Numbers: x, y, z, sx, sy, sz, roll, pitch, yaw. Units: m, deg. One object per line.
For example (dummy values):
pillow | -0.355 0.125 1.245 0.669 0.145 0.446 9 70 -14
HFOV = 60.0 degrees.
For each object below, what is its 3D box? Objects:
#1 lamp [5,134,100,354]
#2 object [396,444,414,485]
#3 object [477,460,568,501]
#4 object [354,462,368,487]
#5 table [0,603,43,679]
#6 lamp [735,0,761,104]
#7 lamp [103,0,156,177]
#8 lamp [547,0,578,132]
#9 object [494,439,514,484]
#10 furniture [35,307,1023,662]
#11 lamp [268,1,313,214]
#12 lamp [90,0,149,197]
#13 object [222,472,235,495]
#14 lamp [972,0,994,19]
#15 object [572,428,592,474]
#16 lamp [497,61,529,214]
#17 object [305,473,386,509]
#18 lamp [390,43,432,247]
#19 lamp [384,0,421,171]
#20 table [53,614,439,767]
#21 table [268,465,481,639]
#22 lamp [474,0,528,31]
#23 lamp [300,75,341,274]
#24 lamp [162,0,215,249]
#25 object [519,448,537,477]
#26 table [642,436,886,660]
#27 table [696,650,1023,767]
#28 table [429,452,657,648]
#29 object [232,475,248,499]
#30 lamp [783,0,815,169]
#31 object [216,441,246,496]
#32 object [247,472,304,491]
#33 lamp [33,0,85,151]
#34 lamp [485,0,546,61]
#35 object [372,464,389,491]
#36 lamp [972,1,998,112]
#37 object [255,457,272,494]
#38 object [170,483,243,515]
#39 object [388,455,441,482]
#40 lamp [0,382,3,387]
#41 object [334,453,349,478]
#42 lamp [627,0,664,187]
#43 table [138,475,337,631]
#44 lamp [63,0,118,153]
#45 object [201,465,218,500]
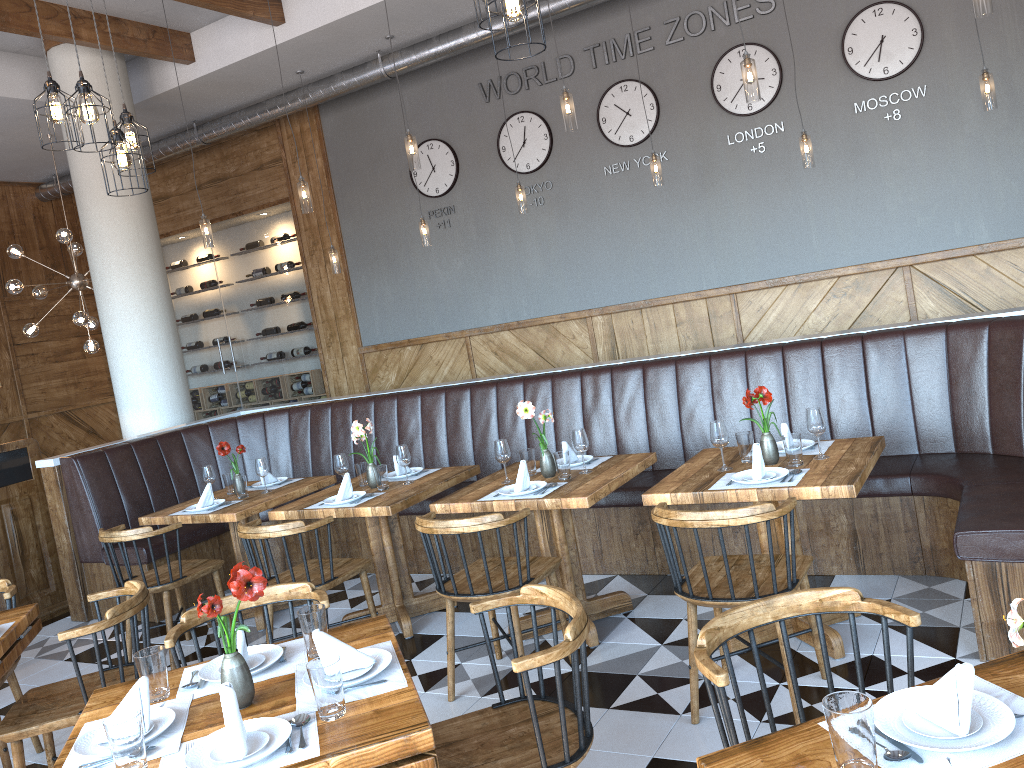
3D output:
lamp | -4.357 -1.374 8.756 1.187 2.188 1.162 -11 3 -8
object | -0.596 0.447 4.916 0.081 0.215 0.081 -12 3 -28
object | 0.039 0.440 4.178 0.351 0.137 0.273 -7 5 31
object | -0.853 0.519 5.087 0.080 0.132 0.080 -8 4 31
table | -2.205 1.384 3.194 0.866 0.762 0.865 -11 4 -14
lamp | 1.119 -2.471 4.681 0.078 1.960 0.078 -11 3 -19
lamp | -2.010 -2.047 4.277 0.175 2.067 0.175 -11 3 -19
lamp | 0.184 -2.469 5.219 0.078 1.960 0.078 -12 3 -40
object | -0.041 0.389 4.460 0.081 0.215 0.081 -10 3 -6
furniture | 0.075 0.592 5.322 6.570 1.148 1.927 -7 5 31
lamp | -1.636 -2.192 6.308 0.078 1.960 0.078 -9 3 17
lamp | -1.961 -1.903 4.063 0.175 2.067 0.175 -9 3 14
object | -1.795 0.636 5.647 0.080 0.132 0.080 -8 4 31
lamp | 2.046 -2.693 4.115 0.078 1.960 0.078 -10 3 6
object | 0.343 0.330 4.358 0.081 0.215 0.081 -10 3 -6
lamp | -0.075 -2.341 7.105 0.078 1.960 0.078 -11 3 -24
object | -0.907 0.557 4.740 0.351 0.137 0.273 -7 5 31
lamp | -0.903 -2.153 7.609 0.078 1.960 0.078 -9 3 17
lamp | -0.808 -2.380 5.804 0.078 1.960 0.078 -11 3 -24
table | -0.620 1.187 2.252 0.866 0.762 0.865 -11 4 -14
table | -0.692 0.955 4.984 0.848 0.762 0.854 -8 5 31
lamp | -0.211 -2.306 3.111 0.175 2.067 0.175 -11 3 -10
lamp | -1.789 -1.985 8.145 0.078 1.960 0.078 -11 3 -27
lamp | -2.522 -2.023 6.844 0.078 1.960 0.078 -11 3 -27
object | 0.086 0.403 4.530 0.080 0.132 0.080 -8 4 31
table | 1.179 0.723 3.873 0.848 0.762 0.854 -8 5 31
table | 0.915 0.996 1.340 0.866 0.762 0.865 -11 4 -14
table | 0.238 0.840 4.432 0.848 0.762 0.854 -8 5 31
object | -1.656 0.632 5.419 0.080 0.132 0.080 -9 3 16
lamp | 1.852 -2.433 5.983 0.078 1.960 0.078 -11 3 -19
object | -1.742 0.525 5.522 0.170 0.354 0.157 -9 3 24
object | -1.577 0.586 5.744 0.351 0.137 0.273 -7 5 31
lamp | -2.199 -2.085 3.939 0.175 2.067 0.175 -9 3 14
lamp | -0.151 -2.121 2.906 0.175 2.067 0.175 -10 3 1
object | -0.715 0.515 4.860 0.080 0.132 0.080 -9 3 16
lamp | 2.780 -2.654 5.416 0.078 1.960 0.078 -10 3 6
object | -1.537 0.564 5.475 0.081 0.215 0.081 -12 3 -28
object | -1.843 0.674 5.296 0.351 0.137 0.273 -7 5 31
object | -0.641 0.470 5.187 0.351 0.137 0.273 -7 5 31
lamp | -3.782 0.340 6.382 0.170 0.755 0.446 -10 3 6
object | -0.956 0.503 5.003 0.081 0.215 0.081 -9 3 22
lamp | 0.918 -2.431 6.521 0.078 1.960 0.078 -8 3 38
table | -1.633 1.072 5.543 0.848 0.762 0.854 -8 5 31
lamp | -2.008 -2.052 3.841 0.175 2.067 0.175 -10 3 3
object | -1.897 0.620 5.563 0.081 0.215 0.081 -9 3 22
